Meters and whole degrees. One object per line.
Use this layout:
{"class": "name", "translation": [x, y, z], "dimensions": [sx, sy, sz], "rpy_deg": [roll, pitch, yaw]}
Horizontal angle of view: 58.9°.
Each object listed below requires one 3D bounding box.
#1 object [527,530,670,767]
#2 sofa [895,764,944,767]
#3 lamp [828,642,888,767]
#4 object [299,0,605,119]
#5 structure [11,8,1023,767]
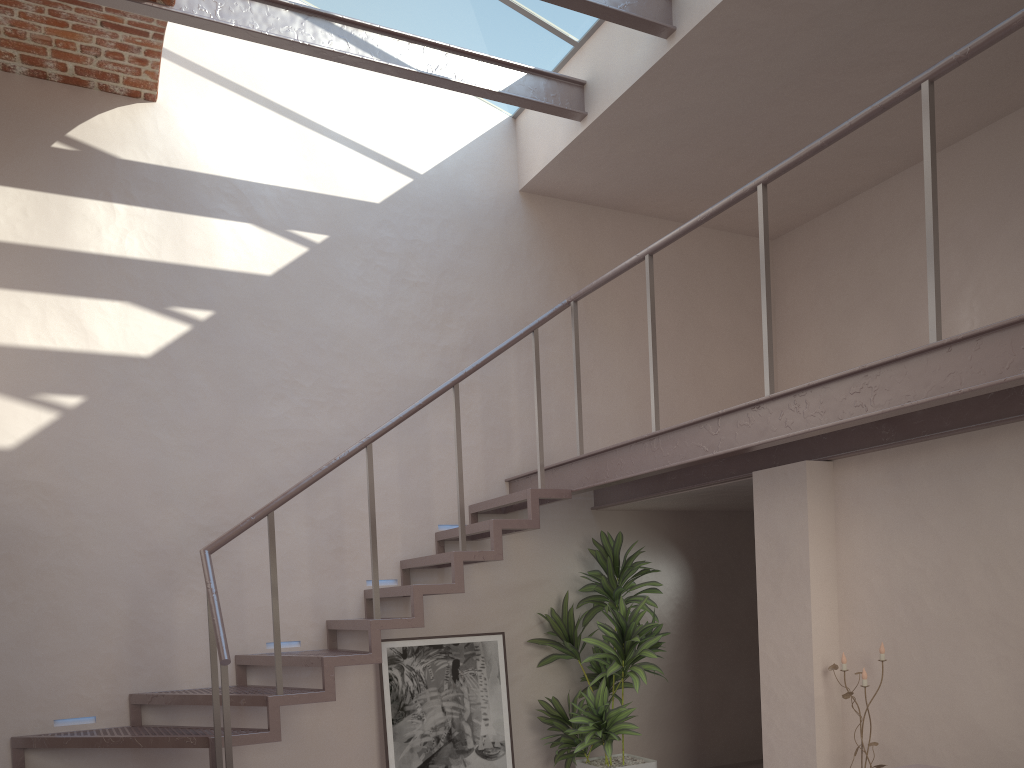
{"class": "object", "translation": [0.633, 1.891, 6.089], "dimensions": [0.970, 1.857, 1.085], "rpy_deg": [-2, -2, -9]}
{"class": "sofa", "translation": [1.078, 1.352, 2.061], "dimensions": [2.198, 0.930, 3.170], "rpy_deg": [3, -14, -27]}
{"class": "lamp", "translation": [1.690, 1.805, 4.397], "dimensions": [0.235, 1.122, 0.338], "rpy_deg": [-2, 0, 6]}
{"class": "object", "translation": [-0.047, -2.806, 3.806], "dimensions": [2.379, 0.664, 4.568], "rpy_deg": [4, -15, -26]}
{"class": "structure", "translation": [0.505, 0.391, 2.670], "dimensions": [3.844, 3.166, 7.229], "rpy_deg": [1, -12, -27]}
